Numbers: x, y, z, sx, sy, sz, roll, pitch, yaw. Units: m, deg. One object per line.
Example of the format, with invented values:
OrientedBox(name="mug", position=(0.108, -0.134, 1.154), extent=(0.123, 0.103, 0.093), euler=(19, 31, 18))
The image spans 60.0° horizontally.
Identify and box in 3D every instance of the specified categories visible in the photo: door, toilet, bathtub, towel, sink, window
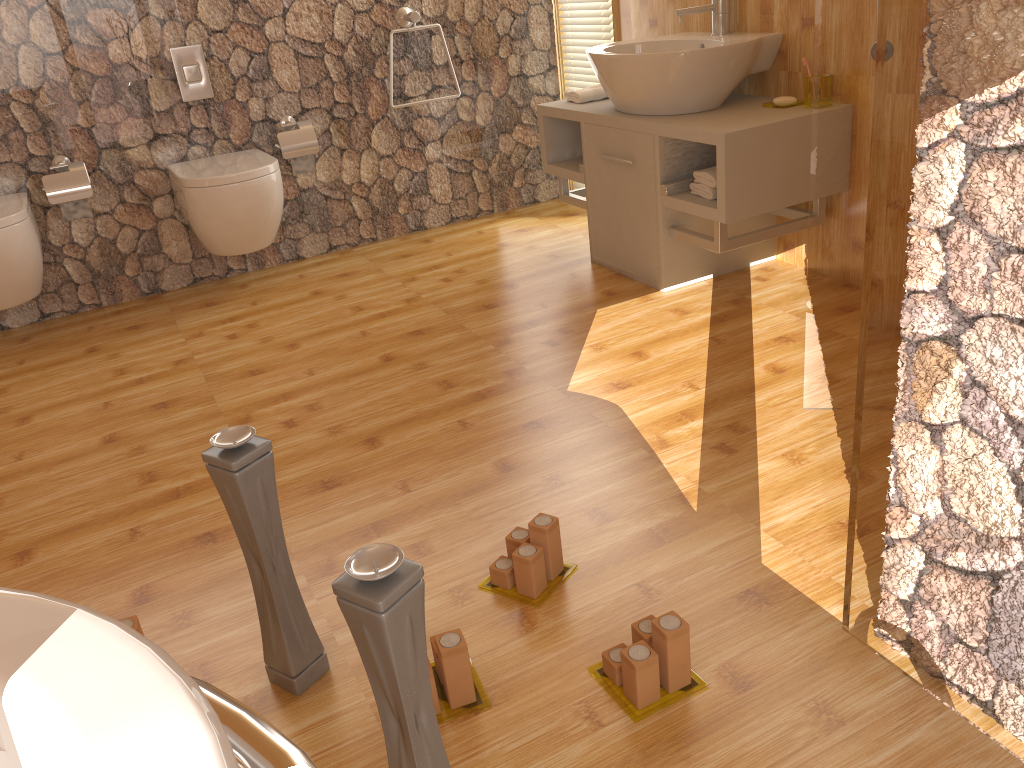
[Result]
OrientedBox(name="door", position=(1.071, -0.922, 1.609), extent=(0.983, 2.147, 0.077), euler=(0, 26, 14))
OrientedBox(name="toilet", position=(-1.864, -0.440, 3.143), extent=(0.371, 0.337, 0.507), euler=(-18, 27, -22))
OrientedBox(name="bathtub", position=(-0.314, 0.721, 0.016), extent=(0.977, 0.900, 1.946), euler=(-17, 27, -19))
OrientedBox(name="towel", position=(0.709, -0.678, 2.826), extent=(0.225, 0.048, 0.140), euler=(-15, 26, -17))
OrientedBox(name="sink", position=(0.536, -1.158, 3.013), extent=(0.533, 0.409, 0.634), euler=(-18, 27, -22))
OrientedBox(name="toilet", position=(-1.084, -0.690, 3.469), extent=(0.371, 0.337, 0.507), euler=(-18, 27, -22))
OrientedBox(name="towel", position=(0.702, -0.644, 2.845), extent=(0.225, 0.048, 0.140), euler=(-15, 26, -17))
OrientedBox(name="window", position=(1.225, -1.304, 2.376), extent=(0.010, 2.164, 3.964), euler=(-18, 27, -22))
OrientedBox(name="towel", position=(0.336, -1.136, 3.443), extent=(0.225, 0.048, 0.140), euler=(-15, 26, -17))

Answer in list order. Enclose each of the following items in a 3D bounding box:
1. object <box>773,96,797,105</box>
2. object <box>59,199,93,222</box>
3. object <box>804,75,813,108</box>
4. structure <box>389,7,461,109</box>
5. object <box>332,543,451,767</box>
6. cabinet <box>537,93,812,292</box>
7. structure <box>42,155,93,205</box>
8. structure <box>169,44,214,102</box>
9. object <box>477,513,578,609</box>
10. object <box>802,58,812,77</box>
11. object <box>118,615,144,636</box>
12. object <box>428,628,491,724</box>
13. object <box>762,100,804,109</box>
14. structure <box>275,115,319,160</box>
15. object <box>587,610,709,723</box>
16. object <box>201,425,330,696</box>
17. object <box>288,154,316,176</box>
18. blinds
OrientedBox(name="object", position=(0.877, -0.910, 2.849), extent=(0.075, 0.023, 0.050), euler=(-2, 26, 10))
OrientedBox(name="object", position=(-1.655, -0.699, 3.341), extent=(0.098, 0.151, 0.090), euler=(-18, 27, -22))
OrientedBox(name="object", position=(0.949, -0.907, 2.746), extent=(0.060, 0.093, 0.060), euler=(-18, 27, -22))
OrientedBox(name="structure", position=(-0.410, -1.400, 3.780), extent=(0.332, 0.387, 0.133), euler=(-18, 27, -22))
OrientedBox(name="object", position=(-0.131, 0.417, 1.116), extent=(0.080, 0.478, 0.080), euler=(11, 30, 33))
OrientedBox(name="cabinet", position=(0.596, -0.720, 3.225), extent=(0.517, 0.570, 1.136), euler=(-18, 27, -22))
OrientedBox(name="structure", position=(-1.680, -0.771, 3.327), extent=(0.170, 0.151, 0.154), euler=(-18, 27, -22))
OrientedBox(name="structure", position=(-1.251, -1.215, 3.467), extent=(0.120, 0.200, 0.010), euler=(-18, 27, -22))
OrientedBox(name="object", position=(0.024, 0.317, 1.696), extent=(0.141, 0.131, 0.141), euler=(11, 31, 34))
OrientedBox(name="object", position=(0.925, -0.942, 2.739), extent=(0.063, 0.132, 0.012), euler=(-5, 25, 5))
OrientedBox(name="object", position=(-0.680, 0.487, 1.521), extent=(0.141, 0.131, 0.141), euler=(-16, 26, -18))
OrientedBox(name="object", position=(-0.129, 0.453, 1.448), extent=(0.141, 0.131, 0.141), euler=(-14, 26, -14))
OrientedBox(name="object", position=(0.876, -0.902, 2.852), extent=(0.100, 0.010, 0.100), euler=(-18, 27, -22))
OrientedBox(name="structure", position=(-0.903, -1.020, 3.651), extent=(0.170, 0.151, 0.154), euler=(-18, 27, -22))
OrientedBox(name="object", position=(0.213, 0.422, 1.423), extent=(0.141, 0.131, 0.141), euler=(-18, 27, -22))
OrientedBox(name="object", position=(0.600, -0.394, 0.940), extent=(2.276, 1.921, 0.347), euler=(1, 26, 17))
OrientedBox(name="object", position=(-0.878, -0.949, 3.665), extent=(0.098, 0.151, 0.090), euler=(-18, 27, -22))
OrientedBox(name="blinds", position=(0.296, -1.866, 3.787), extent=(0.042, 2.178, 0.420), euler=(-18, 27, -22))
